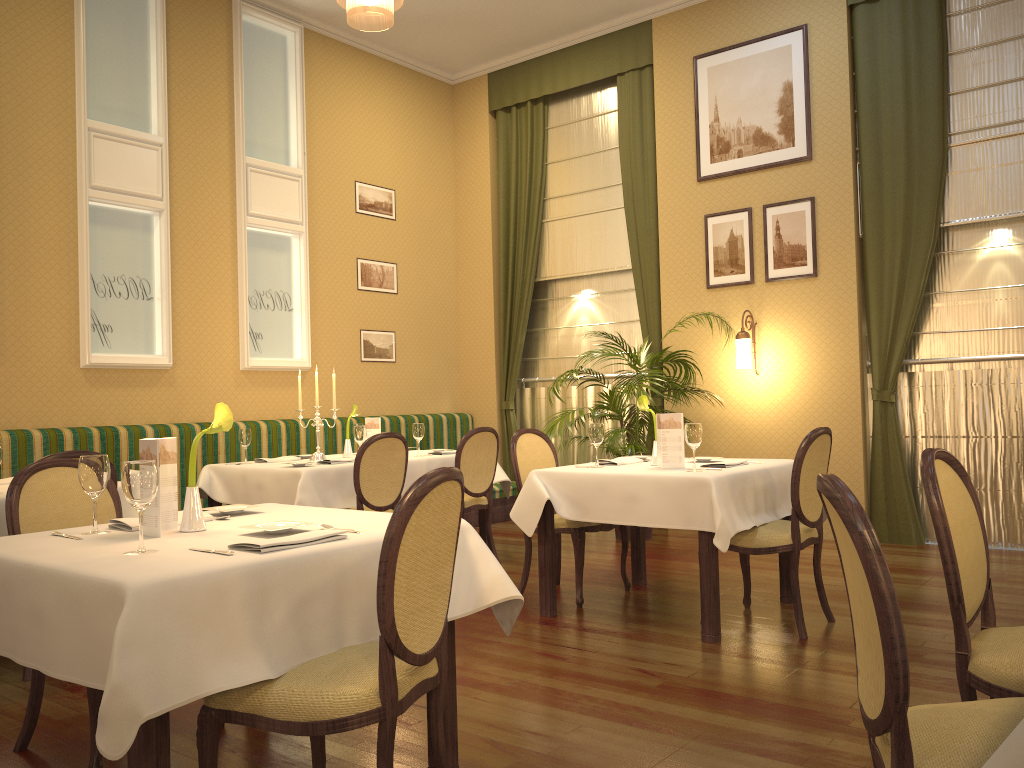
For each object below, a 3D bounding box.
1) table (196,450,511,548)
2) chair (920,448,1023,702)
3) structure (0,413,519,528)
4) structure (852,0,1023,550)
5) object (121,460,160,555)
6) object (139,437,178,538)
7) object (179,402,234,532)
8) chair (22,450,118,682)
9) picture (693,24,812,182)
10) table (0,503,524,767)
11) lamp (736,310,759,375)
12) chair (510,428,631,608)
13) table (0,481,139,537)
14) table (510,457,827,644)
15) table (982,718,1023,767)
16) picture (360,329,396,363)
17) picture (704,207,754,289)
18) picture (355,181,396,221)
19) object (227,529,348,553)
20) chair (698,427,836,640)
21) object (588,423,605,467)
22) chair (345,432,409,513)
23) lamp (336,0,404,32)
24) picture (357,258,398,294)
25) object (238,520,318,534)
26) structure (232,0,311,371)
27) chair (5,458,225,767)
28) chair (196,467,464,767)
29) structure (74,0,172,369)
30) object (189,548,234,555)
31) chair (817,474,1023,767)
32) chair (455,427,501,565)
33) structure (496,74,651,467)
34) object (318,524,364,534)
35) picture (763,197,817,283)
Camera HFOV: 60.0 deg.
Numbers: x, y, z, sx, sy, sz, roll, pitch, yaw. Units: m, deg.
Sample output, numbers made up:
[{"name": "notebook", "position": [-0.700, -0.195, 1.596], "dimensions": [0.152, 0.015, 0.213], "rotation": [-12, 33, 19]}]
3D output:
[{"name": "table", "position": [-1.023, 0.888, 6.180], "dimensions": [1.385, 0.759, 2.152], "rotation": [-3, -2, 39]}, {"name": "chair", "position": [1.348, 0.639, 2.194], "dimensions": [0.571, 0.955, 0.530], "rotation": [-3, -2, 39]}, {"name": "structure", "position": [-4.731, 0.795, 3.143], "dimensions": [0.850, 1.031, 14.516], "rotation": [-3, -2, 39]}, {"name": "structure", "position": [3.390, -1.111, 6.186], "dimensions": [1.900, 4.511, 0.134], "rotation": [-3, -2, 39]}, {"name": "object", "position": [-0.931, 0.308, 2.224], "dimensions": [0.088, 0.229, 0.088], "rotation": [-1, -1, -9]}, {"name": "object", "position": [-1.032, 0.296, 2.561], "dimensions": [0.081, 0.277, 0.166], "rotation": [-1, -1, -5]}, {"name": "object", "position": [-0.898, 0.243, 2.594], "dimensions": [0.163, 0.375, 0.076], "rotation": [-2, -1, 15]}, {"name": "chair", "position": [-2.100, 0.775, 3.991], "dimensions": [0.571, 0.955, 0.530], "rotation": [-3, -2, 39]}, {"name": "picture", "position": [1.914, -2.237, 7.135], "dimensions": [0.966, 1.057, 0.027], "rotation": [-3, -2, 39]}, {"name": "table", "position": [-0.818, 0.803, 2.562], "dimensions": [1.389, 0.759, 1.395], "rotation": [-3, -2, 40]}, {"name": "lamp", "position": [1.848, -0.328, 6.995], "dimensions": [0.114, 0.513, 0.323], "rotation": [-2, -1, 28]}, {"name": "chair", "position": [0.315, 0.732, 5.116], "dimensions": [0.571, 0.955, 0.530], "rotation": [-3, -2, 39]}, {"name": "table", "position": [-2.706, 0.889, 4.069], "dimensions": [1.385, 0.759, 2.152], "rotation": [-3, -2, 39]}, {"name": "table", "position": [0.864, 0.802, 4.672], "dimensions": [1.389, 0.759, 1.395], "rotation": [-3, -2, 40]}, {"name": "table", "position": [1.682, 0.709, 1.457], "dimensions": [1.385, 0.759, 2.152], "rotation": [-3, -2, 39]}, {"name": "picture", "position": [-1.240, -0.350, 8.225], "dimensions": [0.008, 0.294, 0.437], "rotation": [-3, -2, 39]}, {"name": "picture", "position": [1.772, -1.106, 7.252], "dimensions": [0.412, 0.619, 0.022], "rotation": [-3, -2, 39]}, {"name": "picture", "position": [-1.269, -1.705, 8.266], "dimensions": [0.008, 0.294, 0.504], "rotation": [-3, -2, 39]}, {"name": "object", "position": [-0.579, 0.405, 2.303], "dimensions": [0.142, 0.024, 0.273], "rotation": [-3, -2, 39]}, {"name": "chair", "position": [1.253, 0.688, 4.303], "dimensions": [0.571, 0.955, 0.530], "rotation": [-3, -2, 39]}, {"name": "object", "position": [0.452, 0.325, 4.724], "dimensions": [0.088, 0.229, 0.088], "rotation": [-2, -1, -3]}, {"name": "chair", "position": [-0.944, 0.774, 5.444], "dimensions": [0.571, 0.955, 0.530], "rotation": [-3, -2, 39]}, {"name": "lamp", "position": [-0.610, -2.393, 3.685], "dimensions": [0.593, 1.796, 0.593], "rotation": [-3, -2, 36]}, {"name": "picture", "position": [-1.249, -1.001, 8.250], "dimensions": [0.008, 0.294, 0.504], "rotation": [-3, -2, 39]}, {"name": "object", "position": [-0.661, 0.410, 2.503], "dimensions": [0.160, 0.024, 0.160], "rotation": [-3, -2, 39]}, {"name": "structure", "position": [-2.010, -1.601, 7.359], "dimensions": [0.200, 2.985, 0.670], "rotation": [-3, -2, 39]}, {"name": "chair", "position": [-1.364, 0.732, 3.015], "dimensions": [0.571, 0.955, 0.530], "rotation": [-2, -1, 29]}, {"name": "chair", "position": [-0.408, 0.688, 2.216], "dimensions": [0.571, 0.955, 0.530], "rotation": [-2, -1, 19]}, {"name": "structure", "position": [-2.801, -1.600, 6.366], "dimensions": [0.200, 2.985, 0.661], "rotation": [-3, -2, 39]}, {"name": "object", "position": [-0.749, 0.412, 2.196], "dimensions": [0.185, 0.010, 0.017], "rotation": [-3, -2, 39]}, {"name": "chair", "position": [0.872, 0.639, 1.612], "dimensions": [0.571, 0.955, 0.530], "rotation": [-2, -1, 14]}, {"name": "chair", "position": [-0.393, 0.773, 6.082], "dimensions": [0.571, 0.955, 0.530], "rotation": [-3, -2, 39]}, {"name": "structure", "position": [0.657, -0.987, 8.372], "dimensions": [1.942, 4.511, 0.123], "rotation": [-3, -2, 39]}, {"name": "object", "position": [-0.485, 0.409, 2.507], "dimensions": [0.181, 0.015, 0.038], "rotation": [-3, -2, 40]}, {"name": "picture", "position": [2.170, -1.124, 6.935], "dimensions": [0.412, 0.619, 0.022], "rotation": [-3, -2, 39]}]
